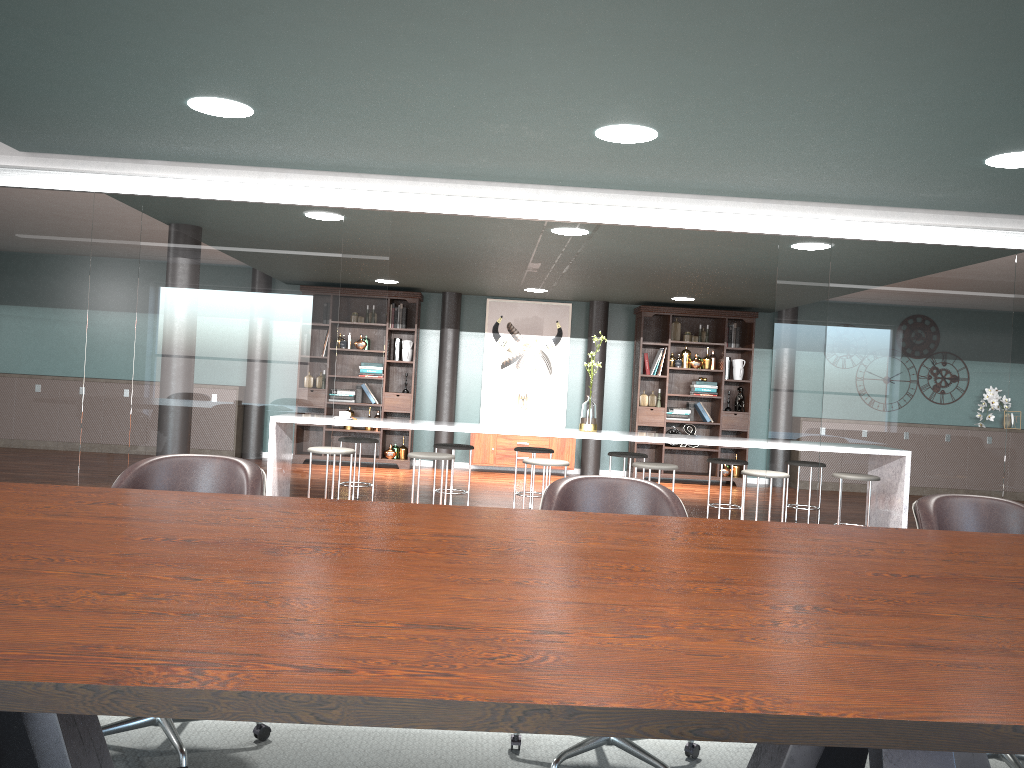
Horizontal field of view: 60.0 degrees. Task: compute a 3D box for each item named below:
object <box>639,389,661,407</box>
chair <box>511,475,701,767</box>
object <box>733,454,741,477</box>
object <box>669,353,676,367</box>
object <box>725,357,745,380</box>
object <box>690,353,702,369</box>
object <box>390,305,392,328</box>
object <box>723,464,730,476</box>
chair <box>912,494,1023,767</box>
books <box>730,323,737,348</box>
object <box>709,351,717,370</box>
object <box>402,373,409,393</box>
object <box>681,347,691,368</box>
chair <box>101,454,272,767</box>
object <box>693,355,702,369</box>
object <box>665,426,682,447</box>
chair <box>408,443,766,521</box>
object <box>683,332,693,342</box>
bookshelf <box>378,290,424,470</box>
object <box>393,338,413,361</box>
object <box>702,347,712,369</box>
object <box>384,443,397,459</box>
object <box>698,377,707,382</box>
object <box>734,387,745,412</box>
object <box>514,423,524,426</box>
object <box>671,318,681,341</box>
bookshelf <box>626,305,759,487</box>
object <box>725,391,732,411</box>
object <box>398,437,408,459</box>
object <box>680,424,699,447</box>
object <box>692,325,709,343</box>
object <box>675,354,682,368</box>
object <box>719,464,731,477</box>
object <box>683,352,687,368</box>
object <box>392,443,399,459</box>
[{"bbox_3d":[1.578,0.150,10.181,0.250,0.221,0.186,3,0,-4],"label":"object"},{"bbox_3d":[0.280,0.657,2.451,0.535,0.761,0.518,3,0,4],"label":"chair"},{"bbox_3d":[2.567,0.936,10.168,0.108,0.256,0.108,3,0,32],"label":"object"},{"bbox_3d":[1.842,-0.273,10.211,0.105,0.172,0.105,3,0,-6],"label":"object"},{"bbox_3d":[2.568,-0.175,10.248,0.268,0.262,0.137,3,0,38],"label":"object"},{"bbox_3d":[2.099,-0.260,10.102,0.144,0.175,0.073,3,0,0],"label":"object"},{"bbox_3d":[-1.368,-0.761,10.086,0.016,0.268,0.205,3,0,-2],"label":"object"},{"bbox_3d":[2.466,0.974,10.239,0.099,0.169,0.099,3,0,-28],"label":"object"},{"bbox_3d":[1.352,0.717,2.478,0.533,0.761,0.523,3,0,-20],"label":"chair"},{"bbox_3d":[2.542,-0.552,10.216,0.027,0.286,0.184,3,0,-2],"label":"books"},{"bbox_3d":[2.317,-0.271,10.250,0.092,0.222,0.092,3,0,32],"label":"object"},{"bbox_3d":[-1.201,-0.008,10.063,0.077,0.228,0.077,3,0,-19],"label":"object"},{"bbox_3d":[2.000,-0.303,10.199,0.114,0.251,0.114,3,0,24],"label":"object"},{"bbox_3d":[-0.918,0.590,2.411,0.535,0.761,0.518,3,0,4],"label":"chair"},{"bbox_3d":[2.135,-0.255,10.225,0.099,0.169,0.099,3,0,-28],"label":"object"},{"bbox_3d":[1.841,0.599,10.129,0.224,0.238,0.159,3,0,-2],"label":"object"},{"bbox_3d":[0.580,0.798,6.664,4.029,0.512,1.479,3,0,-2],"label":"chair"},{"bbox_3d":[2.021,-0.540,10.185,0.106,0.126,0.096,3,0,-41],"label":"object"},{"bbox_3d":[-1.746,-0.072,10.095,1.339,1.984,0.482,3,0,-2],"label":"bookshelf"},{"bbox_3d":[-1.231,-0.387,10.122,0.268,0.262,0.137,3,0,38],"label":"object"},{"bbox_3d":[2.237,-0.293,10.154,0.108,0.256,0.108,3,0,32],"label":"object"},{"bbox_3d":[-1.369,0.756,9.990,0.144,0.175,0.073,3,0,0],"label":"object"},{"bbox_3d":[2.193,-0.053,10.210,0.104,0.052,0.100,3,0,2],"label":"object"},{"bbox_3d":[2.606,0.173,10.204,0.116,0.286,0.215,3,0,-6],"label":"object"},{"bbox_3d":[0.122,0.516,10.271,0.245,0.112,0.261,3,0,5],"label":"object"},{"bbox_3d":[1.889,-0.621,10.209,0.104,0.273,0.104,3,0,34],"label":"object"},{"bbox_3d":[2.053,0.140,10.221,1.339,1.984,0.482,3,0,-2],"label":"bookshelf"},{"bbox_3d":[2.488,0.198,10.185,0.077,0.228,0.077,3,0,-19],"label":"object"},{"bbox_3d":[-1.231,0.724,10.042,0.108,0.256,0.108,3,0,32],"label":"object"},{"bbox_3d":[2.057,0.596,10.253,0.233,0.268,0.051,3,0,-2],"label":"object"},{"bbox_3d":[2.164,-0.580,10.201,0.196,0.221,0.184,3,0,-2],"label":"object"},{"bbox_3d":[1.901,-0.263,10.120,0.079,0.161,0.080,3,0,24],"label":"object"},{"bbox_3d":[2.430,0.968,10.115,0.144,0.175,0.073,3,0,0],"label":"object"},{"bbox_3d":[1.973,-0.274,10.093,0.040,0.191,0.040,3,0,7],"label":"object"},{"bbox_3d":[-1.333,0.762,10.113,0.099,0.169,0.099,3,0,-28],"label":"object"}]
